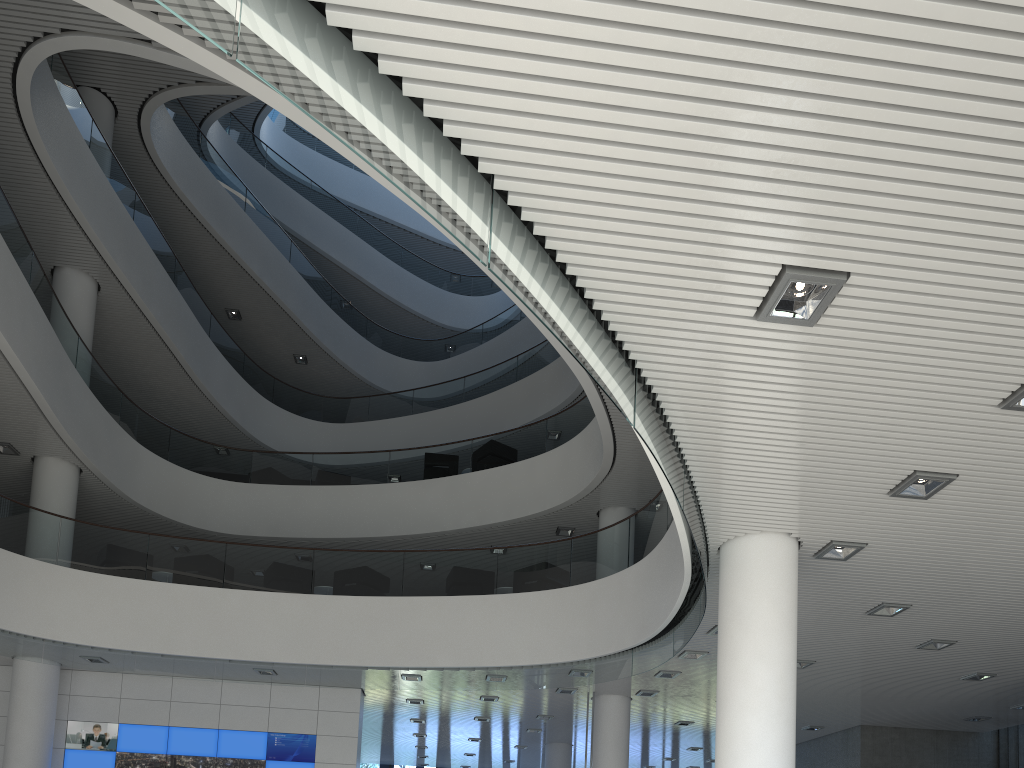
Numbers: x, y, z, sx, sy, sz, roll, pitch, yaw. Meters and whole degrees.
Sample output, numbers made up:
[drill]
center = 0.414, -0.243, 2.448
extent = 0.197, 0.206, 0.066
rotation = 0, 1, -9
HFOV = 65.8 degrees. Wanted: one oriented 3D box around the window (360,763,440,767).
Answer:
[window]
center = -0.420, 9.733, 17.242
extent = 18.177, 2.762, 0.082
rotation = 6, -6, -5
